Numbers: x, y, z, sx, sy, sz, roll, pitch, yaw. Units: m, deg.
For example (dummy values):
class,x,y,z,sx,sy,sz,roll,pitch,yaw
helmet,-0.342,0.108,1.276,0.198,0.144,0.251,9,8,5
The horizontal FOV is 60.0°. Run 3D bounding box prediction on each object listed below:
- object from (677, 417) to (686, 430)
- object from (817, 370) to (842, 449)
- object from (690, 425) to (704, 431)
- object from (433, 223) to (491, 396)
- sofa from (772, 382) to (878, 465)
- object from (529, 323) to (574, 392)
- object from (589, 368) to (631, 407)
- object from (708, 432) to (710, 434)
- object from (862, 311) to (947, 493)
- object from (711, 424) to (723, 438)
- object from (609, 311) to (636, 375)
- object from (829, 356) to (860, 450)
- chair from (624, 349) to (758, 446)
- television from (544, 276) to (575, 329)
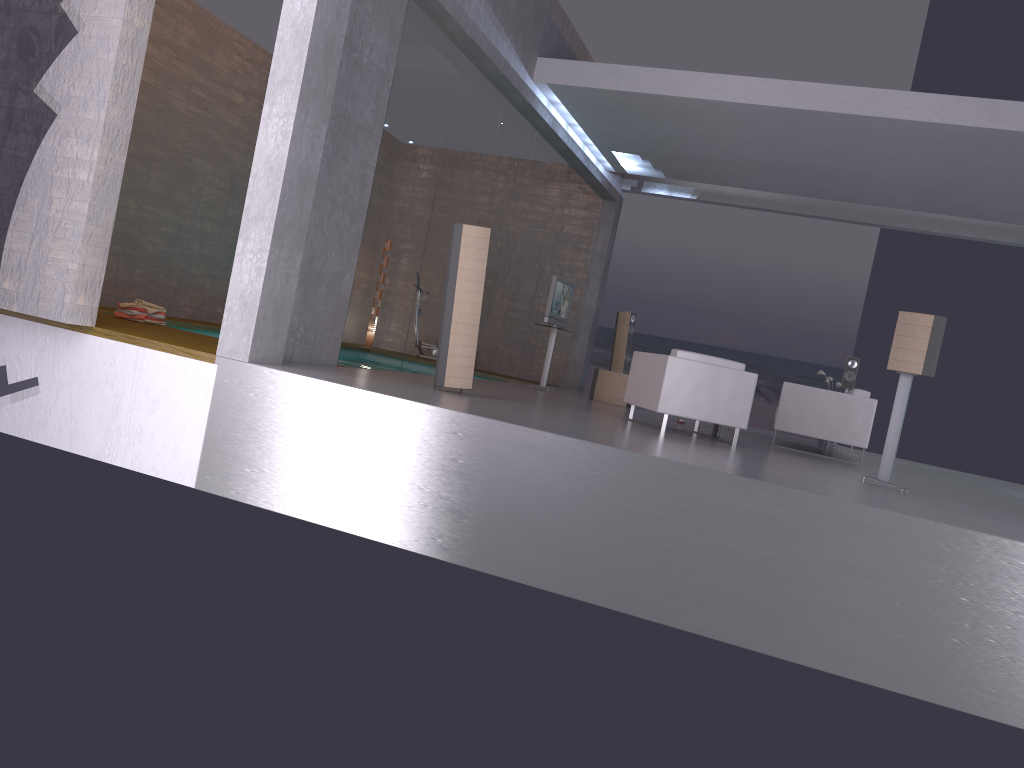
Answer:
class,x,y,z,sx,sy,sz,roll,pitch,yaw
object,1.842,0.372,9.626,0.091,0.233,0.091,9,3,-44
object,4.386,0.370,12.265,0.400,1.051,0.387,10,3,-34
object,2.031,0.479,9.755,0.079,0.087,0.235,11,2,-15
object,-0.449,-0.660,7.783,0.444,1.473,0.244,10,2,-27
sofa,3.799,0.420,10.911,1.026,0.824,2.353,12,2,18
object,0.522,-0.383,12.609,0.360,0.958,0.818,12,2,18
object,1.481,0.056,12.936,0.604,0.459,0.514,12,2,18
object,2.210,0.518,9.687,0.079,0.087,0.235,11,2,-4
object,3.004,0.136,6.802,0.243,1.363,0.333,10,3,-41
object,2.220,0.351,9.464,0.109,0.435,0.109,9,3,-45
object,1.779,-0.464,14.618,0.444,1.469,0.244,13,3,43
object,4.886,0.283,13.037,0.243,1.363,0.333,12,2,24
chair,1.753,0.090,8.904,0.936,0.808,1.026,11,2,-12
television,0.678,-1.145,12.576,0.054,0.644,1.000,12,2,18
